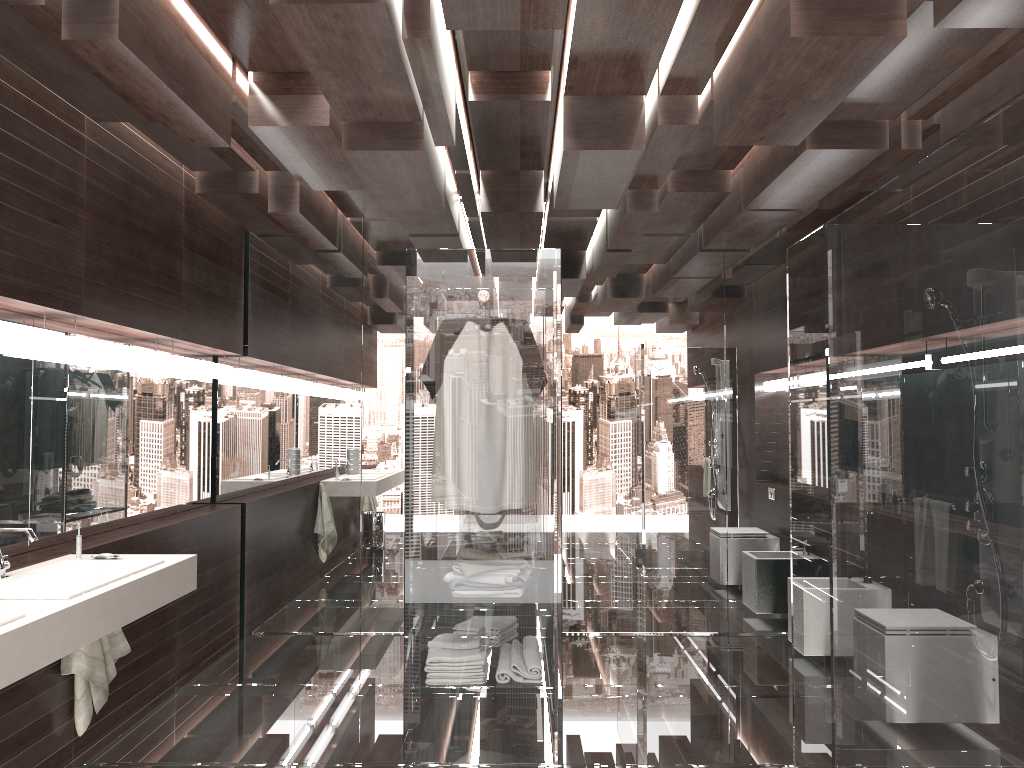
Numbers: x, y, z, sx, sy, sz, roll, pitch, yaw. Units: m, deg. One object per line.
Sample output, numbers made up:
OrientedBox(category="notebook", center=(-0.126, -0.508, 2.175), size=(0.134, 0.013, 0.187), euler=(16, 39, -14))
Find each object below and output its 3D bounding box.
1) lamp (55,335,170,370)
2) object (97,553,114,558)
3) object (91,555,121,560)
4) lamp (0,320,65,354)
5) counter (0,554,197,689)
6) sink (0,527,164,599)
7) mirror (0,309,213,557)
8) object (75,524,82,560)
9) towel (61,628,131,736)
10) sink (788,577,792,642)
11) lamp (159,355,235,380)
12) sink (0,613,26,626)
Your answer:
OrientedBox(category="lamp", center=(-1.765, -0.131, 3.992), size=(0.082, 0.082, 0.950), euler=(0, -3, 0))
OrientedBox(category="object", center=(-1.492, 0.632, 3.258), size=(0.066, 0.016, 0.035), euler=(-1, -3, 20))
OrientedBox(category="object", center=(-1.492, 0.638, 3.259), size=(0.108, 0.011, 0.065), euler=(-1, -3, 22))
OrientedBox(category="lamp", center=(-1.774, -0.177, 2.955), size=(0.082, 0.082, 0.950), euler=(0, -3, 0))
OrientedBox(category="counter", center=(-1.452, 0.672, 2.404), size=(0.488, 0.131, 1.954), euler=(0, -3, 0))
OrientedBox(category="sink", center=(-1.468, 0.560, 2.859), size=(0.427, 0.193, 0.681), euler=(0, -3, 0))
OrientedBox(category="mirror", center=(0.174, 0.169, 2.926), size=(4.126, 0.916, 5.081), euler=(0, -3, 0))
OrientedBox(category="object", center=(-1.578, 0.577, 3.233), size=(0.022, 0.132, 0.022), euler=(-2, -3, 38))
OrientedBox(category="towel", center=(-1.601, 1.005, 3.440), size=(0.156, 0.678, 0.368), euler=(0, -3, 0))
OrientedBox(category="sink", center=(1.822, 1.238, 4.935), size=(0.469, 0.456, 0.357), euler=(0, -3, 0))
OrientedBox(category="lamp", center=(-1.757, -0.087, 5.000), size=(0.082, 0.082, 0.950), euler=(0, -3, 0))
OrientedBox(category="sink", center=(-1.476, 0.520, 1.961), size=(0.427, 0.193, 0.681), euler=(0, -3, 0))
